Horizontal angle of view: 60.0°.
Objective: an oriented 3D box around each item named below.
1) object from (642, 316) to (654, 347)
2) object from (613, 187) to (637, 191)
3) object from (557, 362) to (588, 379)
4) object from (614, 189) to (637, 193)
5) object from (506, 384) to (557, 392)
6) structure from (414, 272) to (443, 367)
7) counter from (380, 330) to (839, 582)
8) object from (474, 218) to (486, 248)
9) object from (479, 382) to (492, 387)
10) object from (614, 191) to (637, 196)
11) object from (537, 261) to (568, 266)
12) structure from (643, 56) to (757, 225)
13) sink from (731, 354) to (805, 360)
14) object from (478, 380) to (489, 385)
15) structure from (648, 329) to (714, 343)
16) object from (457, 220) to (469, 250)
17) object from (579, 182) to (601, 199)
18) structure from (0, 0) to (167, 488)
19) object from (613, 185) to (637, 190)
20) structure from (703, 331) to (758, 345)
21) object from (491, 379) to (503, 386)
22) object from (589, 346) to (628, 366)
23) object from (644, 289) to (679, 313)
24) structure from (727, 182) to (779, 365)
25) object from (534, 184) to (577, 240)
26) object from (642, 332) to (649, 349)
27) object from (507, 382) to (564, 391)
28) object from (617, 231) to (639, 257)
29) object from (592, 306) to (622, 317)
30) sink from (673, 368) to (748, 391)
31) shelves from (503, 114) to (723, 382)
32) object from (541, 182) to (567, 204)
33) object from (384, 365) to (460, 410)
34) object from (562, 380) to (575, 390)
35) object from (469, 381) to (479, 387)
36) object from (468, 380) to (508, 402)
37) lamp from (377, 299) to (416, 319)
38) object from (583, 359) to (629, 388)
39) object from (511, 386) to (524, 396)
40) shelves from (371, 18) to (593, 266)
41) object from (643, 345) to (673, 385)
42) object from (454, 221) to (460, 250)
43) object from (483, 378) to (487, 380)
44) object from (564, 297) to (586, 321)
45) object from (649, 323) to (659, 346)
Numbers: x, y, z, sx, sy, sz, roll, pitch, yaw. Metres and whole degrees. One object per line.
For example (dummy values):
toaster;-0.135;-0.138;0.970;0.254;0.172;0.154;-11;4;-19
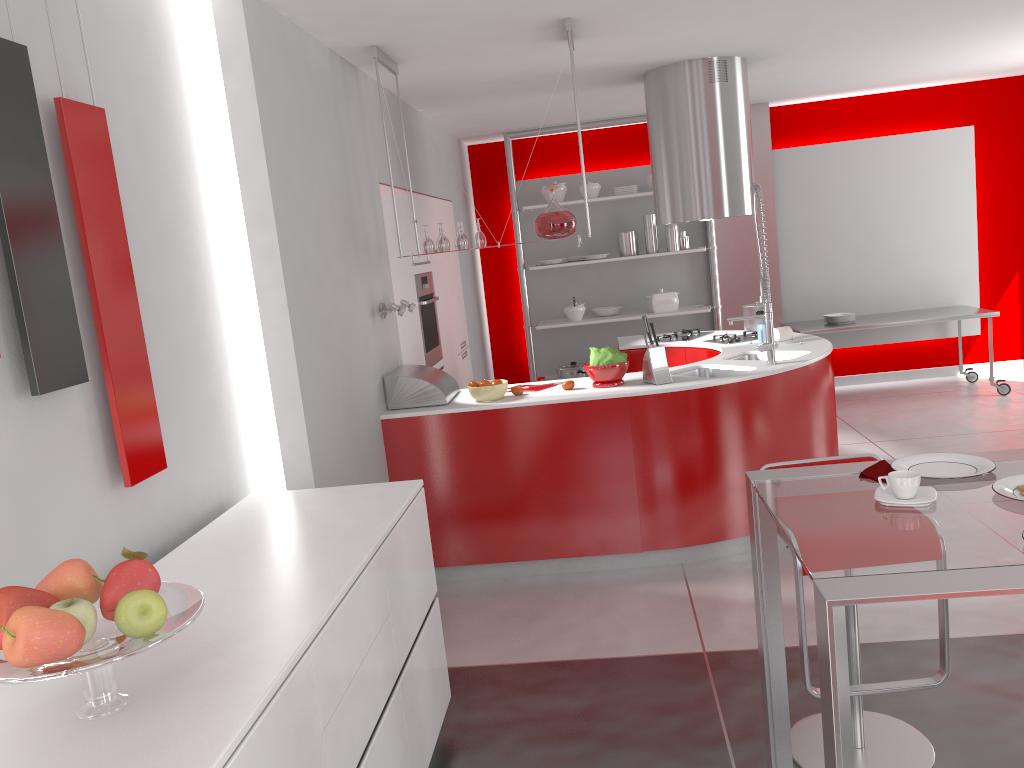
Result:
object;0.690;-0.174;4.361;0.014;0.322;0.150;-10;9;-22
object;0.973;-1.660;7.612;0.200;0.030;0.200;-5;9;6
object;0.546;-0.123;7.924;0.308;0.130;0.407;-4;9;14
object;0.974;-1.645;7.614;0.200;0.030;0.200;-5;9;6
object;0.084;0.022;4.625;0.266;0.006;0.168;-1;10;33
structure;-0.521;-0.421;5.744;0.050;0.589;0.599;-5;9;6
counter;0.768;0.326;5.078;1.868;0.880;2.865;1;11;40
object;-0.161;-0.743;4.372;0.060;0.141;0.060;-5;9;6
object;-0.131;0.012;4.390;0.065;0.052;0.062;-8;9;-9
object;0.976;-1.629;7.617;0.200;0.030;0.200;-5;9;6
object;0.347;-1.040;7.674;0.280;0.015;0.280;2;12;43
structure;1.209;-1.533;5.698;0.644;0.958;0.644;-11;10;-27
sink;1.402;-0.053;4.859;0.428;0.172;0.326;2;12;45
object;-0.139;0.004;4.451;0.066;0.049;0.062;-6;9;3
structure;1.160;-0.337;6.068;0.303;0.037;0.457;0;11;36
object;-0.243;-0.723;4.299;0.060;0.141;0.060;-9;9;-16
object;0.671;-1.659;7.619;0.192;0.153;0.192;-3;9;20
structure;-1.117;-0.433;2.034;0.040;1.503;0.820;-5;9;6
object;0.971;-1.675;7.610;0.200;0.030;0.200;-5;9;6
structure;1.487;-0.309;5.646;0.457;0.037;0.303;-9;9;-18
object;-0.077;0.001;4.425;0.066;0.049;0.062;-4;9;14
object;0.482;-0.105;4.434;0.198;0.182;0.193;-5;9;12
object;1.308;-0.732;7.734;0.282;0.197;0.235;-7;9;-3
structure;1.237;-0.556;4.507;0.308;0.920;0.178;-14;11;-39
object;0.208;-0.850;4.382;0.213;0.266;0.213;-1;10;34
object;0.670;-0.156;4.345;0.009;0.197;0.091;-10;9;-22
object;0.138;0.007;4.636;0.375;0.008;0.041;-9;9;-17
object;0.997;-1.207;7.638;0.184;0.205;0.172;-5;9;12
object;0.847;-0.641;7.887;0.272;0.072;0.272;-11;10;-29
sink;1.028;0.035;4.560;0.326;0.172;0.428;-12;10;-32
shelves;0.920;-0.973;7.741;1.735;2.599;0.535;-5;9;6
object;0.365;-1.648;7.650;0.231;0.191;0.231;-14;12;-42
object;-0.460;-0.001;4.594;0.300;0.170;0.400;-5;9;6
object;0.282;0.005;4.446;0.064;0.048;0.063;-9;9;-15
object;-0.188;0.011;4.413;0.055;0.058;0.066;-8;9;-8
object;-0.116;0.039;4.410;0.201;0.086;0.201;-5;9;7
lamp;-0.590;-0.382;4.528;0.155;0.081;0.454;-5;9;6
object;0.478;-0.052;4.442;0.229;0.118;0.228;-10;9;-22
object;0.028;0.035;4.455;0.065;0.047;0.063;-6;9;6
shelves;-0.116;-1.142;4.347;0.934;1.023;0.462;-5;9;6
object;0.707;-0.097;4.346;0.091;0.178;0.137;-10;9;-20
object;-0.260;-0.734;4.382;0.060;0.141;0.060;-5;9;6
object;-0.139;0.003;4.715;0.043;0.066;0.042;-3;9;19
object;0.548;-0.660;7.763;0.192;0.214;0.192;-8;9;-7
object;0.720;-0.162;4.364;0.012;0.279;0.130;-10;9;-22
